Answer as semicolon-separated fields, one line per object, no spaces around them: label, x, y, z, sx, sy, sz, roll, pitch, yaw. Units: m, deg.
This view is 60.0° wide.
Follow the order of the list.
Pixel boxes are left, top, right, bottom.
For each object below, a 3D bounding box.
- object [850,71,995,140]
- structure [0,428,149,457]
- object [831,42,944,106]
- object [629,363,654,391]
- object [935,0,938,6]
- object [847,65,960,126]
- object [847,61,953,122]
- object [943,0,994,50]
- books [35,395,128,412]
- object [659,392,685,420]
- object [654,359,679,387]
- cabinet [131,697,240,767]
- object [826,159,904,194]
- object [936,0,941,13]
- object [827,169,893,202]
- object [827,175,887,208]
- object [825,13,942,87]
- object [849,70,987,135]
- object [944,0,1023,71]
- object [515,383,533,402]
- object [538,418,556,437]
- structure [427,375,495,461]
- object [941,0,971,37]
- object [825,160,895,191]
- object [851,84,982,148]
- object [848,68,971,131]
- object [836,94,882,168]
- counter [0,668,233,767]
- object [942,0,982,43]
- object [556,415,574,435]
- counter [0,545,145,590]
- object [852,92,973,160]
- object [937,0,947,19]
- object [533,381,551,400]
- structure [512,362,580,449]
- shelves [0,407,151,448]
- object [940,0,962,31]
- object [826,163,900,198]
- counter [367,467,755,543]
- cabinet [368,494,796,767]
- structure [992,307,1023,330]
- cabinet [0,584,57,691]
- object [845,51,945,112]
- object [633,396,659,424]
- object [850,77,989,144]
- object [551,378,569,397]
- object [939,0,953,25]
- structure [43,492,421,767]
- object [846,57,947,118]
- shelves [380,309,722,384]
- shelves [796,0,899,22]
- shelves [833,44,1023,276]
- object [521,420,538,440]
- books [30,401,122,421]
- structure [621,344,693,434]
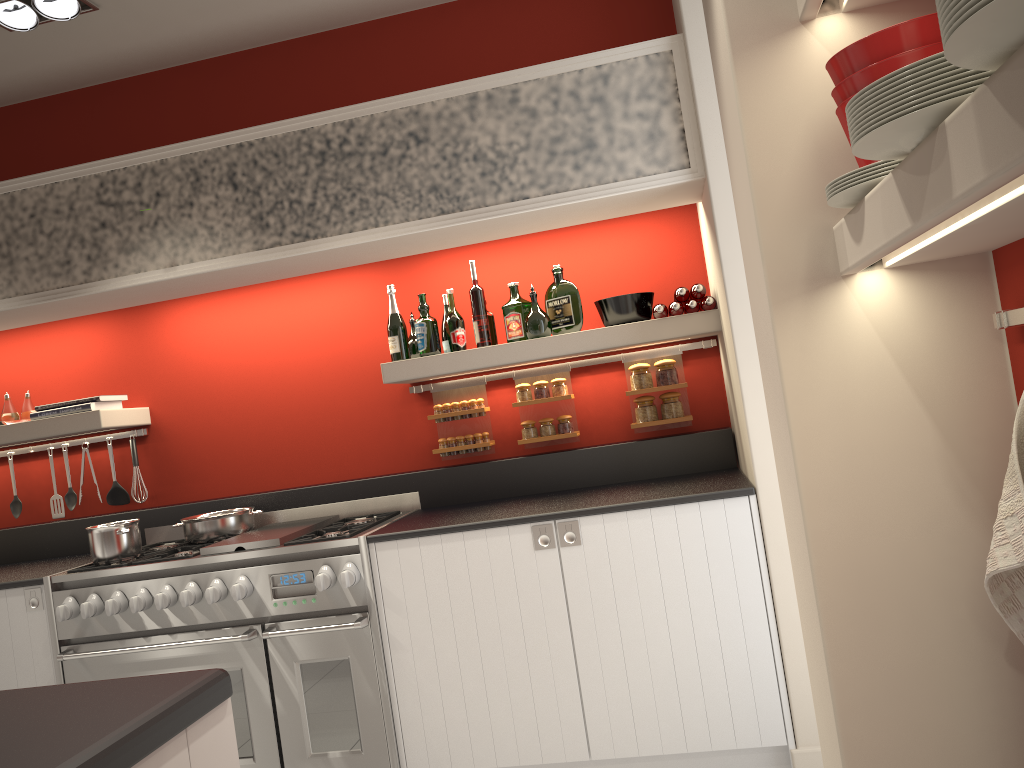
object;0.634;-0.365;1.192;0.339;0.020;0.339;-9;-1;9
structure;-2.384;0.327;4.327;1.355;0.034;0.054;-9;-2;10
object;0.718;-0.491;1.588;0.260;0.159;0.260;-8;-2;-9
object;0.542;-0.027;3.724;0.093;0.120;0.094;-10;-2;31
object;0.575;-0.398;0.813;0.338;0.020;0.339;-9;-2;13
object;0.632;-0.384;1.193;0.339;0.020;0.339;-9;-1;9
object;0.631;-0.390;1.193;0.339;0.020;0.339;-9;-1;9
object;0.582;-0.354;0.811;0.338;0.020;0.339;-9;-2;13
books;-1.979;0.088;4.083;0.332;0.026;0.207;-9;-2;10
object;0.666;0.093;3.702;0.093;0.120;0.094;-10;-2;31
object;0.646;-0.043;3.706;0.093;0.120;0.094;-10;-2;31
cabinet;-1.520;1.180;0.970;2.034;1.011;1.423;-9;-2;10
object;0.739;-0.370;1.584;0.338;0.020;0.339;-9;-2;13
object;0.576;-0.392;0.813;0.338;0.020;0.339;-9;-2;13
object;0.741;-0.357;1.584;0.338;0.020;0.339;-9;-2;13
object;0.742;-0.351;1.584;0.338;0.020;0.339;-9;-2;13
object;0.707;-0.541;1.586;0.260;0.161;0.260;-8;-2;-23
object;0.633;-0.371;1.192;0.339;0.020;0.339;-9;-1;9
object;0.583;-0.347;0.811;0.338;0.020;0.339;-9;-2;13
object;0.051;0.042;3.816;0.068;0.088;0.068;-10;-2;31
object;0.151;0.189;3.797;0.068;0.088;0.068;-10;-2;31
structure;-0.227;0.151;3.869;0.256;0.347;0.130;-9;-2;10
object;0.580;-0.366;0.812;0.338;0.020;0.339;-9;-2;13
object;0.738;-0.377;1.585;0.338;0.020;0.339;-9;-2;13
object;0.636;-0.352;1.192;0.339;0.020;0.339;-9;-1;9
object;0.632;-0.377;1.193;0.339;0.020;0.339;-9;-1;9
object;0.727;-0.448;1.587;0.260;0.146;0.260;-9;-2;14
counter;-1.592;0.653;0.986;2.054;0.050;1.415;-9;-2;10
object;0.581;-0.360;0.812;0.338;0.020;0.339;-9;-2;13
object;0.227;0.177;3.784;0.068;0.088;0.068;-10;-2;31
counter;-2.387;0.855;3.858;1.360;0.026;0.699;-9;-2;10
object;0.637;-0.345;1.191;0.339;0.020;0.339;-9;-1;9
object;0.577;-0.385;0.812;0.338;0.020;0.339;-9;-2;13
object;0.127;0.030;3.802;0.068;0.088;0.068;-10;-2;31
structure;0.140;0.095;3.803;0.256;0.347;0.130;-9;-2;10
shelves;-2.431;0.256;4.172;1.379;0.083;0.376;-9;-2;10
object;0.579;-0.373;0.812;0.338;0.020;0.339;-9;-2;13
object;0.740;-0.364;1.584;0.338;0.020;0.339;-9;-2;13
counter;0.203;0.455;3.395;1.360;0.026;0.699;-9;-2;10
cabinet;0.280;0.959;3.380;1.361;0.993;0.687;-9;-2;10
structure;0.732;-0.120;0.592;0.063;0.034;2.223;-9;-2;10
cabinet;-2.314;1.359;3.844;1.361;0.993;0.687;-9;-2;10
object;0.629;-0.403;1.193;0.339;0.020;0.339;-9;-1;9
object;0.562;0.109;3.720;0.093;0.120;0.094;-10;-2;31
object;0.635;-0.358;1.192;0.339;0.020;0.339;-9;-1;9
object;0.203;0.018;3.789;0.068;0.088;0.068;-10;-2;31
object;0.578;-0.379;0.812;0.338;0.020;0.339;-9;-2;13
structure;-1.036;1.103;3.569;1.322;1.085;0.778;-9;-2;10
object;0.630;-0.396;1.193;0.339;0.020;0.339;-9;-1;9
shelves;0.169;-0.146;3.707;1.379;0.083;0.376;-9;-2;10
shelves;0.586;-0.827;0.611;0.437;0.100;2.394;-9;-2;10
shelves;0.664;-0.302;0.594;0.437;0.100;2.394;-9;-2;10
object;0.075;0.200;3.811;0.068;0.088;0.068;-10;-2;31
books;-1.994;0.124;4.064;0.331;0.042;0.207;-9;-2;15
structure;0.608;0.022;3.720;0.256;0.347;0.130;-9;-2;10
